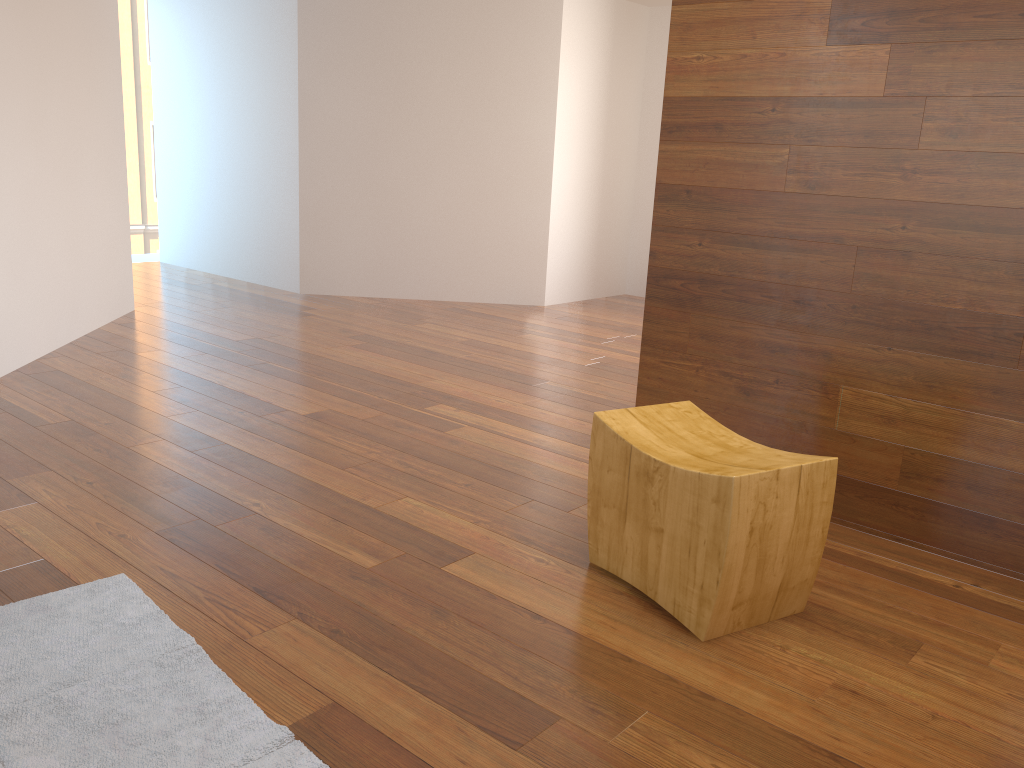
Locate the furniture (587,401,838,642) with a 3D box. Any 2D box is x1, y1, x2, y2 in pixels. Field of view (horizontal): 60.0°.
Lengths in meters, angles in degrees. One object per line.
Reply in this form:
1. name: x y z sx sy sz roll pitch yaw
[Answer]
1. furniture: 0.493 0.334 2.326 0.344 0.430 0.549 -5 17 -30
